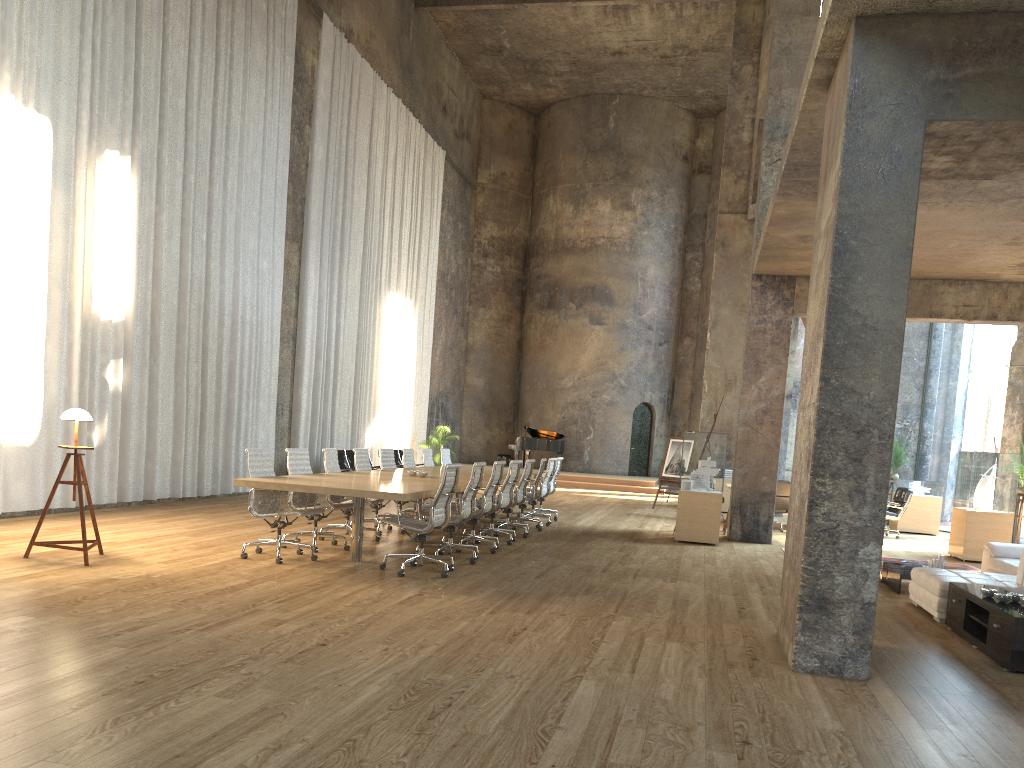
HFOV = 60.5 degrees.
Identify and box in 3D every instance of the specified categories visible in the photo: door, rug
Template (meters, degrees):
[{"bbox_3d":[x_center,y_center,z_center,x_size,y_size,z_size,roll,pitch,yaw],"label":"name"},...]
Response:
[{"bbox_3d":[3.942,1.709,27.169,0.905,2.313,0.090,2,5,-30],"label":"door"},{"bbox_3d":[4.839,2.324,11.456,2.457,0.009,1.344,3,-3,12],"label":"rug"}]

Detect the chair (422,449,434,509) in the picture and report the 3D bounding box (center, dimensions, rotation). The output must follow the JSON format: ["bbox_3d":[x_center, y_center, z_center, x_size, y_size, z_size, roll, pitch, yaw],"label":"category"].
[{"bbox_3d":[-1.067,1.528,13.560,0.697,1.032,0.663,5,2,16],"label":"chair"}]

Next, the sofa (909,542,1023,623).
[{"bbox_3d":[4.851,1.793,8.497,2.060,0.725,2.925,3,-3,12],"label":"sofa"}]

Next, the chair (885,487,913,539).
[{"bbox_3d":[6.493,2.233,15.398,0.820,0.899,0.727,4,1,7],"label":"chair"}]

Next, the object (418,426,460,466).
[{"bbox_3d":[-1.880,1.796,22.698,1.091,1.467,1.124,4,1,3],"label":"object"}]

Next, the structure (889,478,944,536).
[{"bbox_3d":[7.718,2.340,16.802,0.733,1.021,0.741,4,2,12],"label":"structure"}]

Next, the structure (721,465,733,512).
[{"bbox_3d":[4.666,2.243,18.790,0.741,1.021,0.733,4,2,12],"label":"structure"}]

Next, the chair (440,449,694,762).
[{"bbox_3d":[1.890,1.758,13.838,12.923,1.037,31.464,3,-3,12],"label":"chair"}]

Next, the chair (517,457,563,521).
[{"bbox_3d":[0.462,1.672,14.189,0.697,1.032,0.664,5,2,18],"label":"chair"}]

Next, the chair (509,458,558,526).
[{"bbox_3d":[0.313,1.611,13.339,0.696,1.032,0.664,5,2,21],"label":"chair"}]

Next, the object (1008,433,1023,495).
[{"bbox_3d":[7.454,1.152,12.759,0.687,0.946,0.856,4,1,3],"label":"object"}]

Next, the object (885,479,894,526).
[{"bbox_3d":[7.794,2.427,17.818,0.660,0.979,0.566,2,3,-42],"label":"object"}]

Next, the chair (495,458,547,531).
[{"bbox_3d":[0.140,1.550,12.501,0.697,1.032,0.663,4,2,12],"label":"chair"}]

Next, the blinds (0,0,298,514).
[{"bbox_3d":[-4.737,-2.752,11.425,0.274,8.701,7.809,5,1,14],"label":"blinds"}]

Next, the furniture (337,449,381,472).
[{"bbox_3d":[-2.809,1.692,16.874,0.707,0.846,1.869,4,-2,12],"label":"furniture"}]

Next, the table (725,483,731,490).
[{"bbox_3d":[5.035,2.244,15.716,2.405,0.705,1.103,3,-1,12],"label":"table"}]

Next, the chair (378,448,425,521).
[{"bbox_3d":[-1.448,1.396,11.786,0.696,1.032,0.664,5,2,21],"label":"chair"}]

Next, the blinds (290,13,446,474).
[{"bbox_3d":[-2.901,-2.124,19.861,0.274,8.701,7.809,5,1,14],"label":"blinds"}]

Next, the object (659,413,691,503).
[{"bbox_3d":[3.780,1.722,20.161,0.679,2.162,0.701,7,5,38],"label":"object"}]

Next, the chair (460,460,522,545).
[{"bbox_3d":[-0.254,1.418,10.733,0.696,1.032,0.664,5,2,21],"label":"chair"}]

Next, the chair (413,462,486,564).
[{"bbox_3d":[-0.635,1.286,8.959,0.697,1.032,0.663,5,2,16],"label":"chair"}]

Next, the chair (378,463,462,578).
[{"bbox_3d":[-0.839,1.217,8.034,0.697,1.032,0.664,5,2,18],"label":"chair"}]

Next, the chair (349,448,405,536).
[{"bbox_3d":[-1.638,1.332,10.927,0.697,1.032,0.664,5,2,18],"label":"chair"}]

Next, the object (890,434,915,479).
[{"bbox_3d":[7.725,1.472,17.856,0.856,0.946,0.686,4,2,15],"label":"object"}]

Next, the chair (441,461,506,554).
[{"bbox_3d":[-0.442,1.353,9.855,0.697,1.032,0.664,5,2,18],"label":"chair"}]

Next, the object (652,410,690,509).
[{"bbox_3d":[3.481,1.591,18.296,0.695,2.162,0.685,7,5,44],"label":"object"}]

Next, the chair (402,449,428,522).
[{"bbox_3d":[-1.260,1.461,12.664,0.697,1.032,0.664,5,2,18],"label":"chair"}]

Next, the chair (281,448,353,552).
[{"bbox_3d":[-2.007,1.203,9.179,0.696,1.032,0.664,5,2,21],"label":"chair"}]

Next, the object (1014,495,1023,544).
[{"bbox_3d":[7.327,2.100,12.837,0.660,0.979,0.566,3,3,-24],"label":"object"}]

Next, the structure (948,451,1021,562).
[{"bbox_3d":[6.686,1.745,12.472,0.593,1.558,0.739,5,3,12],"label":"structure"}]

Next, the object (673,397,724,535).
[{"bbox_3d":[2.854,1.249,13.244,0.683,2.162,0.697,5,4,11],"label":"object"}]

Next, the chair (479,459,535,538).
[{"bbox_3d":[-0.064,1.482,11.592,0.697,1.032,0.664,5,2,18],"label":"chair"}]

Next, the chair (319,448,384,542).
[{"bbox_3d":[-1.825,1.265,10.014,0.697,1.032,0.663,4,2,12],"label":"chair"}]

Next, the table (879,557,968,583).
[{"bbox_3d":[4.461,2.074,9.619,0.858,0.248,0.369,3,-1,12],"label":"table"}]

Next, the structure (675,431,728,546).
[{"bbox_3d":[2.666,1.458,12.390,0.593,1.558,0.739,5,3,12],"label":"structure"}]

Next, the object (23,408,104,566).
[{"bbox_3d":[-3.641,0.855,7.380,0.659,1.306,0.566,1,4,-44],"label":"object"}]

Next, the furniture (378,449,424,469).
[{"bbox_3d":[-2.301,1.865,19.205,0.707,0.846,1.869,4,-2,12],"label":"furniture"}]

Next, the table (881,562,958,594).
[{"bbox_3d":[4.381,2.069,9.261,0.788,0.204,1.109,3,-3,12],"label":"table"}]

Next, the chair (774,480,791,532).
[{"bbox_3d":[4.399,2.069,15.110,0.729,0.898,0.818,4,1,6],"label":"chair"}]

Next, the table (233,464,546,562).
[{"bbox_3d":[-0.882,1.541,11.344,1.597,0.762,7.704,4,-3,12],"label":"table"}]

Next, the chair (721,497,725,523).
[{"bbox_3d":[3.529,2.063,16.043,0.819,0.899,0.727,4,1,8],"label":"chair"}]

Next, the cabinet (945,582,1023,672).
[{"bbox_3d":[3.573,1.759,6.421,0.395,0.371,1.560,4,-3,13],"label":"cabinet"}]

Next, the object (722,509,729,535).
[{"bbox_3d":[3.680,1.754,13.909,0.569,1.306,0.655,5,3,12],"label":"object"}]

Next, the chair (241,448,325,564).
[{"bbox_3d":[-2.162,1.142,8.329,0.697,1.032,0.664,5,2,18],"label":"chair"}]
